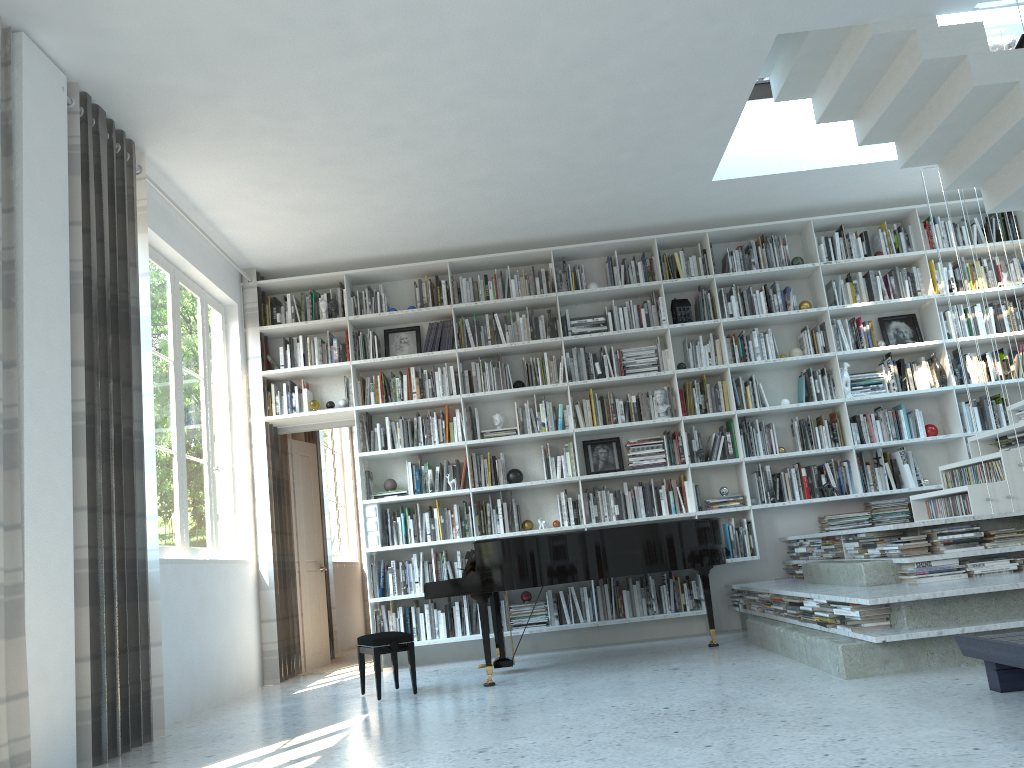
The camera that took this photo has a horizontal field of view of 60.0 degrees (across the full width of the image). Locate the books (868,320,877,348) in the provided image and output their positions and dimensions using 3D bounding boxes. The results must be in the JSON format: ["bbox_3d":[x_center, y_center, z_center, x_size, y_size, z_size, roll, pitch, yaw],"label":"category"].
[{"bbox_3d":[2.863,-0.368,7.102,0.026,0.243,0.178,-6,-11,1],"label":"books"}]

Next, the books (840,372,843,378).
[{"bbox_3d":[2.594,0.035,7.026,0.027,0.221,0.184,-6,-11,1],"label":"books"}]

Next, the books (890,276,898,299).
[{"bbox_3d":[3.058,-0.739,7.167,0.031,0.217,0.166,-6,-11,1],"label":"books"}]

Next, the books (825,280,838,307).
[{"bbox_3d":[2.593,-0.701,7.189,0.012,0.253,0.161,-6,-11,1],"label":"books"}]

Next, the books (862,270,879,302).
[{"bbox_3d":[2.868,-0.748,7.135,0.032,0.265,0.246,-6,-11,1],"label":"books"}]

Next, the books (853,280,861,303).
[{"bbox_3d":[2.767,-0.707,7.181,0.030,0.224,0.158,-6,-11,1],"label":"books"}]

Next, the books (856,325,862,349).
[{"bbox_3d":[2.758,-0.363,7.126,0.020,0.266,0.152,-6,-11,1],"label":"books"}]

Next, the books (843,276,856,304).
[{"bbox_3d":[2.726,-0.722,7.177,0.026,0.260,0.167,-6,-11,1],"label":"books"}]

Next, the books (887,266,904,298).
[{"bbox_3d":[3.102,-0.783,7.169,0.022,0.294,0.181,-6,-11,1],"label":"books"}]

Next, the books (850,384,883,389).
[{"bbox_3d":[2.788,0.036,7.037,0.254,0.012,0.161,-5,-12,-4],"label":"books"}]

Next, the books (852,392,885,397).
[{"bbox_3d":[2.793,0.096,7.028,0.254,0.012,0.161,-6,-12,-3],"label":"books"}]

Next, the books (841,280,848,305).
[{"bbox_3d":[2.676,-0.707,7.194,0.026,0.250,0.130,-6,-11,1],"label":"books"}]

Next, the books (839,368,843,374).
[{"bbox_3d":[2.619,0.016,7.060,0.028,0.266,0.138,-6,-11,1],"label":"books"}]

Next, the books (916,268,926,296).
[{"bbox_3d":[3.282,-0.786,7.177,0.031,0.264,0.170,-6,-11,1],"label":"books"}]

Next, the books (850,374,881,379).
[{"bbox_3d":[2.781,-0.045,7.060,0.254,0.012,0.161,-7,-12,3],"label":"books"}]

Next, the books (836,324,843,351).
[{"bbox_3d":[2.608,-0.339,7.115,0.011,0.247,0.156,-6,-11,1],"label":"books"}]

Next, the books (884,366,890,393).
[{"bbox_3d":[2.956,-0.011,7.060,0.023,0.246,0.138,-6,-11,1],"label":"books"}]

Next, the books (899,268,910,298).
[{"bbox_3d":[3.157,-0.777,7.168,0.036,0.271,0.177,-6,-11,1],"label":"books"}]

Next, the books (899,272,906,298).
[{"bbox_3d":[3.136,-0.762,7.175,0.011,0.248,0.152,-6,-11,1],"label":"books"}]

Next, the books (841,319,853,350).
[{"bbox_3d":[2.687,-0.364,7.129,0.012,0.284,0.160,-6,-11,1],"label":"books"}]

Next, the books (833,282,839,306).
[{"bbox_3d":[2.606,-0.694,7.185,0.013,0.236,0.142,-6,-11,1],"label":"books"}]

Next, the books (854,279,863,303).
[{"bbox_3d":[2.794,-0.713,7.196,0.024,0.235,0.147,-6,-11,1],"label":"books"}]

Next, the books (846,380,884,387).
[{"bbox_3d":[2.786,0.001,7.048,0.285,0.012,0.160,-6,-12,-2],"label":"books"}]

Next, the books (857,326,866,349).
[{"bbox_3d":[2.777,-0.341,7.094,0.013,0.206,0.190,-6,-11,1],"label":"books"}]

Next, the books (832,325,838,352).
[{"bbox_3d":[2.574,-0.333,7.137,0.030,0.253,0.128,-6,-11,1],"label":"books"}]

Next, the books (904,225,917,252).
[{"bbox_3d":[3.245,-1.143,7.244,0.026,0.262,0.163,-6,-11,1],"label":"books"}]

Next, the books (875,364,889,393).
[{"bbox_3d":[2.938,-0.016,7.044,0.012,0.253,0.161,-6,-11,1],"label":"books"}]

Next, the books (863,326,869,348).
[{"bbox_3d":[2.814,-0.345,7.110,0.033,0.212,0.153,-6,-11,1],"label":"books"}]

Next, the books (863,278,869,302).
[{"bbox_3d":[2.843,-0.722,7.184,0.025,0.238,0.143,-6,-11,1],"label":"books"}]

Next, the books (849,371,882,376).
[{"bbox_3d":[2.778,-0.068,7.064,0.285,0.012,0.160,-7,-12,3],"label":"books"}]

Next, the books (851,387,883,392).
[{"bbox_3d":[2.789,0.061,7.039,0.254,0.012,0.161,-7,-12,3],"label":"books"}]

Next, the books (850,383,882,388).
[{"bbox_3d":[2.787,0.027,7.050,0.254,0.012,0.161,-6,-12,1],"label":"books"}]

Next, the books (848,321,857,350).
[{"bbox_3d":[2.715,-0.357,7.137,0.043,0.268,0.131,-6,-11,1],"label":"books"}]

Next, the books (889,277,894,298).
[{"bbox_3d":[3.037,-0.733,7.177,0.013,0.215,0.178,-6,-11,1],"label":"books"}]

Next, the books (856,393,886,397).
[{"bbox_3d":[2.795,0.108,7.025,0.285,0.012,0.160,-7,-12,4],"label":"books"}]

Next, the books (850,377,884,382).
[{"bbox_3d":[2.783,-0.023,7.048,0.285,0.012,0.160,-5,-12,-4],"label":"books"}]

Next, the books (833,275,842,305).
[{"bbox_3d":[2.636,-0.720,7.189,0.051,0.281,0.167,-6,-11,1],"label":"books"}]

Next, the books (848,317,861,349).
[{"bbox_3d":[2.741,-0.374,7.115,0.012,0.287,0.177,-6,-11,1],"label":"books"}]

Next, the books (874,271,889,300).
[{"bbox_3d":[2.989,-0.760,7.190,0.048,0.282,0.162,-6,-11,1],"label":"books"}]

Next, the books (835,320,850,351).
[{"bbox_3d":[2.644,-0.362,7.124,0.065,0.288,0.146,-6,-11,1],"label":"books"}]

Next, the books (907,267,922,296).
[{"bbox_3d":[3.253,-0.791,7.181,0.026,0.283,0.147,-6,-11,1],"label":"books"}]

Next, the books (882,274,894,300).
[{"bbox_3d":[3.021,-0.747,7.162,0.014,0.239,0.189,-6,-11,1],"label":"books"}]

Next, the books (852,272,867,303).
[{"bbox_3d":[2.815,-0.745,7.180,0.026,0.287,0.156,-6,-11,1],"label":"books"}]

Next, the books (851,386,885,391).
[{"bbox_3d":[2.789,0.050,7.041,0.285,0.012,0.160,-6,-12,-1],"label":"books"}]

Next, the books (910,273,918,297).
[{"bbox_3d":[3.232,-0.764,7.180,0.022,0.233,0.158,-6,-11,1],"label":"books"}]

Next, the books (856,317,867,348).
[{"bbox_3d":[2.787,-0.378,7.113,0.014,0.284,0.176,-6,-11,1],"label":"books"}]

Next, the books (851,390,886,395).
[{"bbox_3d":[2.792,0.084,7.027,0.285,0.012,0.160,-7,-12,5],"label":"books"}]

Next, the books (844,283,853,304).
[{"bbox_3d":[2.703,-0.694,7.167,0.025,0.207,0.175,-6,-11,1],"label":"books"}]

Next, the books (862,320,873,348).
[{"bbox_3d":[2.839,-0.368,7.113,0.021,0.252,0.167,-6,-11,1],"label":"books"}]

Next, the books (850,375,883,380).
[{"bbox_3d":[2.782,-0.033,7.057,0.285,0.012,0.160,-7,-12,3],"label":"books"}]

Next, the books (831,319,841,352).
[{"bbox_3d":[2.593,-0.361,7.129,0.015,0.300,0.141,-6,-11,1],"label":"books"}]

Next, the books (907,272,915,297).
[{"bbox_3d":[3.192,-0.765,7.172,0.030,0.240,0.162,-6,-11,1],"label":"books"}]

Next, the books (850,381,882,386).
[{"bbox_3d":[2.787,0.012,7.042,0.254,0.012,0.161,-7,-12,5],"label":"books"}]

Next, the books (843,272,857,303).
[{"bbox_3d":[2.743,-0.739,7.188,0.011,0.295,0.163,-6,-11,1],"label":"books"}]

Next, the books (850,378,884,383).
[{"bbox_3d":[2.785,-0.010,7.053,0.285,0.012,0.160,-7,-12,3],"label":"books"}]

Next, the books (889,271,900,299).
[{"bbox_3d":[3.082,-0.762,7.180,0.023,0.263,0.156,-6,-11,1],"label":"books"}]

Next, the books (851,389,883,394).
[{"bbox_3d":[2.791,0.072,7.032,0.254,0.012,0.161,-7,-12,4],"label":"books"}]

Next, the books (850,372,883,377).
[{"bbox_3d":[2.780,-0.057,7.062,0.285,0.012,0.160,-6,-12,-1],"label":"books"}]

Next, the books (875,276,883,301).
[{"bbox_3d":[2.936,-0.733,7.159,0.030,0.229,0.187,-6,-11,1],"label":"books"}]
